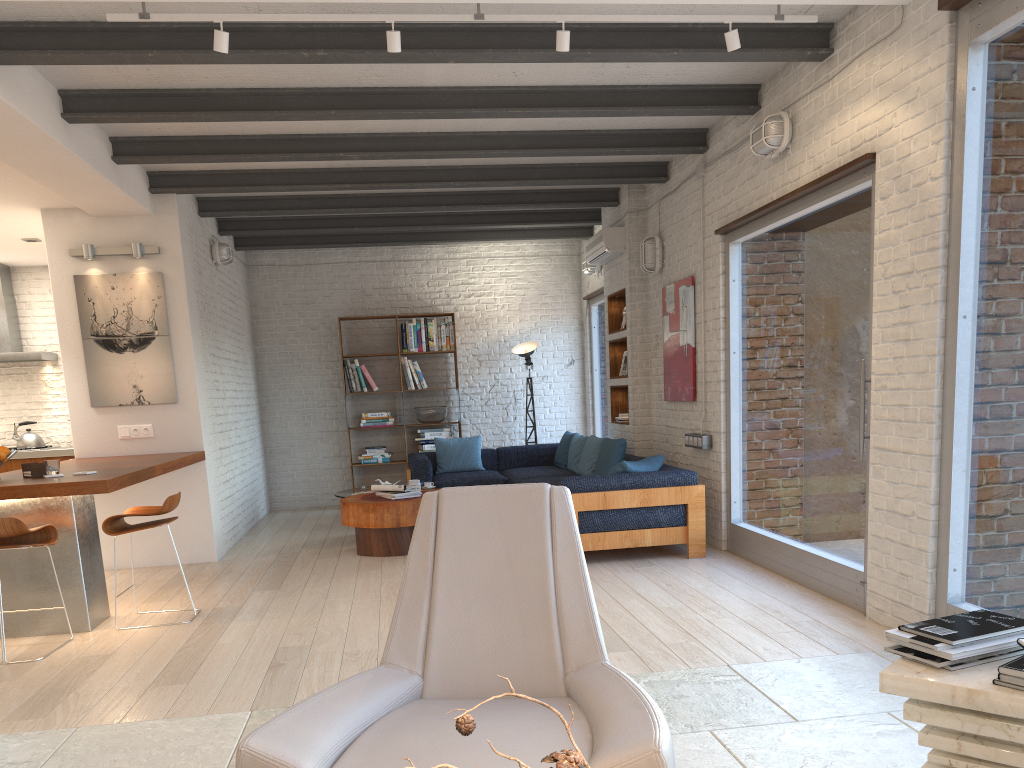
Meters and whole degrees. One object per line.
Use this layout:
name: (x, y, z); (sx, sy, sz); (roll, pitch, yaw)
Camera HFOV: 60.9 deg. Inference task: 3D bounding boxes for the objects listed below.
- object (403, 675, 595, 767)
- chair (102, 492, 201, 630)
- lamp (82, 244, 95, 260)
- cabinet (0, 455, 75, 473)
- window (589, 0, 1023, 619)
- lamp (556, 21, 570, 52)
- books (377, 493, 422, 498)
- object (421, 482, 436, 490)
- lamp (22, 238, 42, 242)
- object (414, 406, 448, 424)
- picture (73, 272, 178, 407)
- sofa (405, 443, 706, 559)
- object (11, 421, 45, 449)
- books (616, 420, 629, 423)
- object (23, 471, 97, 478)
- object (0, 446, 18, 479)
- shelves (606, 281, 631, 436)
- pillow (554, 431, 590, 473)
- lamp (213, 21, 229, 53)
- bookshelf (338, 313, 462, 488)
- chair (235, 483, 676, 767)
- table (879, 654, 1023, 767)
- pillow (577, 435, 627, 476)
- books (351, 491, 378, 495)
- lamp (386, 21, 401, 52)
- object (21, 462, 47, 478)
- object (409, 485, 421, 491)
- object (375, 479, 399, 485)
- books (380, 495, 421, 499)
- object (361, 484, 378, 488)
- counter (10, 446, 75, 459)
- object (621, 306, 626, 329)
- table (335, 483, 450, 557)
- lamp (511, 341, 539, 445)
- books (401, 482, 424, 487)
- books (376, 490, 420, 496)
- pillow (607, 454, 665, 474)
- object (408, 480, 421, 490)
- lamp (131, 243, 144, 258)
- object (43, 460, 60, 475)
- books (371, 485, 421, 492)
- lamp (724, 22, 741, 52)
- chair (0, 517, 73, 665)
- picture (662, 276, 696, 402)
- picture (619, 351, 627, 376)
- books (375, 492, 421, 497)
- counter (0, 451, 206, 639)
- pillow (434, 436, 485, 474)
object: (0.065, 0.605, 0.920); (0.535, 0.620, 0.313); (-7, 9, -36)
chair: (-2.179, 1.058, 5.307); (0.422, 0.791, 0.395); (-4, 8, -8)
lamp: (-3.226, -1.006, 6.644); (0.080, 0.106, 0.078); (-1, 7, 20)
cabinet: (-5.667, 0.218, 8.008); (4.720, 2.887, 2.254); (-5, 6, -43)
window: (1.971, -1.995, 4.208); (0.646, 6.510, 12.151); (-4, 2, -8)
lamp: (0.225, -1.532, 3.858); (0.061, 0.123, 0.084); (-4, 7, -6)
books: (-0.945, 0.923, 7.298); (0.250, 0.011, 0.317); (-3, 0, -38)
object: (-0.774, 0.946, 8.091); (0.154, 0.058, 0.267); (-3, 0, -15)
lamp: (-4.278, -1.299, 7.761); (0.123, 0.056, 0.122); (-3, 1, -8)
object: (-0.963, 0.371, 10.363); (0.403, 0.205, 0.394); (-2, 2, 34)
picture: (-3.024, -0.343, 6.838); (0.654, 1.037, 0.019); (-4, 10, -7)
sofa: (0.098, 1.010, 8.097); (2.076, 0.672, 3.894); (-3, 0, -8)
object: (-5.004, 0.522, 9.035); (0.263, 0.281, 0.257); (-2, 5, 14)
books: (1.115, 0.362, 8.555); (0.162, 0.017, 0.248); (-3, 0, 2)
object: (-2.658, 0.521, 5.083); (0.395, 0.035, 0.195); (-3, 0, -4)
object: (-3.069, 0.448, 5.063); (0.361, 0.226, 0.361); (-5, 3, -42)
shelves: (1.124, -0.223, 8.473); (0.192, 1.457, 0.751); (-4, 8, -8)
pillow: (0.641, 0.720, 9.259); (0.243, 0.405, 1.091); (-4, 1, -9)
lamp: (-1.226, -1.452, 3.672); (0.058, 0.132, 0.085); (-9, 9, -38)
bookshelf: (-1.281, 0.325, 10.279); (1.316, 2.249, 0.356); (-4, 10, -7)
chair: (-0.081, 0.816, 2.345); (1.028, 1.037, 0.952); (-2, 5, 9)
table: (1.328, 0.993, 2.352); (0.493, 0.514, 0.487); (2, 7, 42)
pillow: (0.810, 0.679, 7.933); (0.254, 0.423, 1.194); (-4, 1, -8)
books: (-1.280, 0.994, 7.979); (0.318, 0.011, 0.248); (-3, 0, 5)
lamp: (-0.511, -1.489, 3.766); (0.061, 0.131, 0.084); (-4, 7, -6)
object: (-2.793, 0.504, 5.104); (0.114, 0.084, 0.092); (0, 5, 37)
object: (-0.863, 0.912, 7.589); (0.146, 0.057, 0.173); (-3, 1, -19)
object: (-1.195, 0.952, 8.394); (0.187, 0.093, 0.191); (-2, 2, 18)
books: (-0.940, 0.933, 7.285); (0.250, 0.011, 0.316); (-3, 0, -28)
object: (-1.339, 0.993, 8.555); (0.299, 0.028, 0.067); (-3, 1, -30)
counter: (-5.317, 0.733, 7.780); (3.516, 0.071, 3.285); (-3, 0, -8)
object: (1.105, -0.644, 8.354); (0.112, 0.248, 0.211); (-3, 6, 0)
table: (-1.094, 1.181, 7.839); (1.076, 0.454, 1.802); (-3, 0, -2)
lamp: (0.391, 0.418, 10.178); (0.499, 1.884, 0.858); (-9, 10, -35)
books: (-0.947, 0.974, 8.468); (0.162, 0.023, 0.228); (-3, 0, 41)
books: (-0.950, 0.901, 7.267); (0.250, 0.011, 0.316); (-3, 0, -33)
pillow: (0.892, 0.718, 6.617); (0.375, 0.334, 0.556); (1, 4, 43)
object: (-0.881, 0.924, 7.888); (0.108, 0.110, 0.106); (-2, 5, 8)
lamp: (-2.875, -1.024, 6.689); (0.080, 0.106, 0.078); (-1, 7, 20)
object: (-2.660, 0.484, 5.044); (0.091, 0.086, 0.089); (-2, 5, 7)
books: (-0.973, 0.889, 7.341); (0.322, 0.111, 0.268); (-3, 1, 25)
lamp: (0.999, -1.566, 3.951); (0.059, 0.132, 0.085); (5, 10, 42)
chair: (-2.706, 1.082, 4.705); (0.404, 0.791, 0.413); (-4, 8, -8)
picture: (1.360, -0.340, 7.137); (0.019, 0.979, 0.729); (-4, 6, -8)
picture: (1.129, -0.201, 8.528); (0.102, 0.249, 0.190); (-5, 7, -17)
books: (-0.949, 0.912, 7.278); (0.250, 0.011, 0.317); (-3, 0, -38)
counter: (-3.132, 1.035, 5.830); (1.683, 0.936, 2.460); (-3, 1, -8)
pillow: (-0.583, 0.778, 9.608); (0.554, 0.418, 0.218); (-3, 8, -8)
